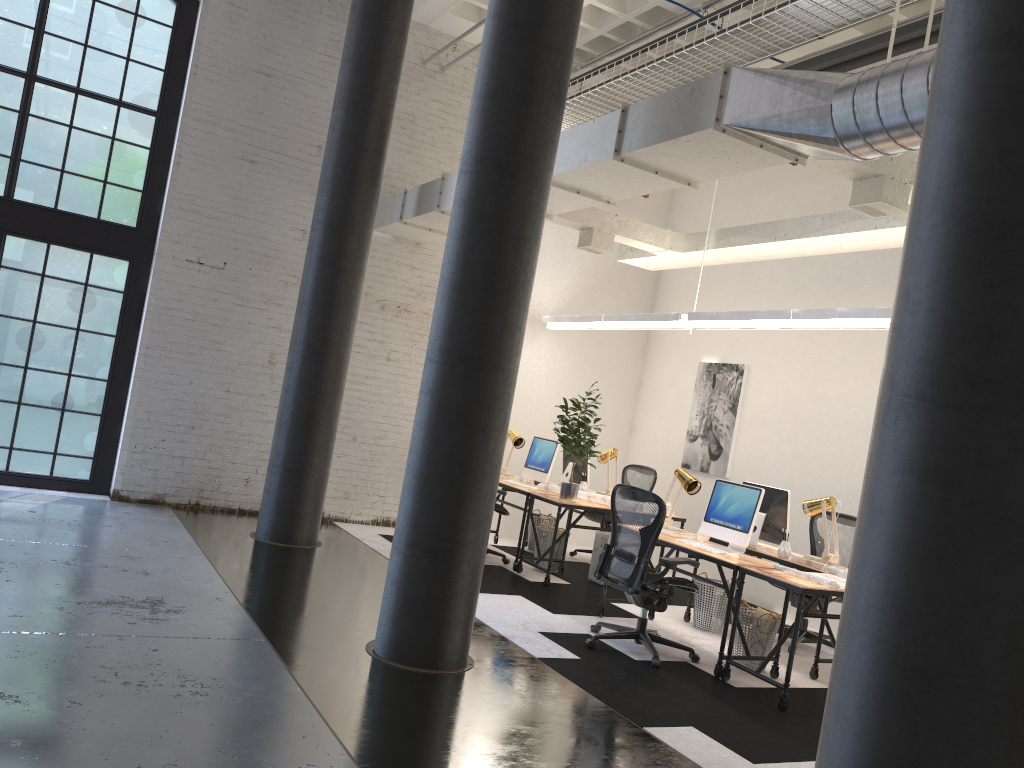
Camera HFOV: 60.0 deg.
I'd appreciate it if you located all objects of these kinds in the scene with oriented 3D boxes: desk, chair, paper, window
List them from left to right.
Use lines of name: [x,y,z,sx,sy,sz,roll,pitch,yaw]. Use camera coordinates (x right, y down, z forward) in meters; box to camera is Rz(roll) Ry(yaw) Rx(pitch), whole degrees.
window: [-4.441,-1.662,7.823,2.494,5.178,0.137,11,-1,-28]
chair: [-0.357,1.077,8.345,0.793,1.085,0.769,11,-2,-44]
desk: [-0.013,1.328,8.656,0.530,0.724,1.399,11,-2,-28]
desk: [0.724,1.470,9.049,0.530,0.724,1.399,11,-2,-28]
paper: [0.677,1.021,8.068,1.133,0.082,0.083,9,-2,37]
paper: [0.823,1.049,8.147,1.133,0.082,0.083,9,-2,27]
desk: [0.815,1.453,7.999,1.402,0.724,0.529,11,-1,-28]
chair: [1.130,1.372,9.365,0.793,1.085,0.769,11,-2,-44]
chair: [0.914,1.250,5.991,0.793,1.085,0.769,11,-2,-44]
desk: [1.258,1.500,6.302,0.530,0.724,1.399,11,-2,-28]
desk: [1.995,1.643,6.696,0.530,0.724,1.399,11,-2,-28]
chair: [2.400,1.544,7.012,0.793,1.085,0.769,11,-2,-44]
paper: [2.034,1.224,5.621,0.626,0.061,0.567,11,-2,-31]
desk: [2.085,1.625,5.645,1.402,0.724,0.529,11,-1,-28]

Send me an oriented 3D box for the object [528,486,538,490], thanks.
object: [0.196,0.968,8.243,0.106,0.029,0.059,11,-2,-27]

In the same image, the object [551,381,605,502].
object: [0.554,0.486,7.757,0.439,1.077,0.513,11,-1,-37]

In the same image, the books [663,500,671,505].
books: [1.357,1.084,8.219,0.153,0.030,0.185,11,-2,-30]

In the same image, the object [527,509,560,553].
object: [0.310,1.555,9.360,0.353,0.435,0.358,11,-1,-32]

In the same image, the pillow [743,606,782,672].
pillow: [1.690,1.729,6.019,0.120,0.406,0.239,11,-1,-27]

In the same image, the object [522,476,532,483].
object: [0.156,0.935,8.945,0.101,0.126,0.101,10,-1,17]

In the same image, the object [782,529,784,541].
object: [1.968,1.155,6.429,0.054,0.207,0.008,9,-1,45]

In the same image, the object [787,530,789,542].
object: [1.989,1.159,6.408,0.008,0.207,0.054,10,-1,27]

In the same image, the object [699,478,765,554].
object: [1.563,0.940,6.268,0.190,0.485,0.483,11,-1,-28]

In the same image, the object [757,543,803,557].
object: [2.063,1.282,6.827,0.119,0.017,0.438,11,-2,-28]

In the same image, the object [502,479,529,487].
object: [0.047,0.958,8.536,0.119,0.017,0.438,11,-2,-28]

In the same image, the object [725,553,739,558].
object: [1.466,1.140,5.890,0.106,0.029,0.059,11,-2,-27]

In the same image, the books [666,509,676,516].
books: [1.345,1.161,8.200,0.200,0.050,0.271,11,-2,-31]

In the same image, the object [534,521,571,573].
object: [0.351,1.530,8.340,0.353,0.435,0.358,11,-1,-32]

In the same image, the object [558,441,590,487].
object: [0.629,0.842,9.102,0.190,0.485,0.483,11,-1,-28]

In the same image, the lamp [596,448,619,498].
lamp: [0.946,0.856,8.699,0.126,0.470,0.344,11,-1,-28]

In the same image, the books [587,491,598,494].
books: [0.901,1.101,8.637,0.226,0.038,0.308,11,-2,-28]

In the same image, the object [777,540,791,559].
object: [1.974,1.199,6.419,0.101,0.126,0.101,10,-1,17]

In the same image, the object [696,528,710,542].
object: [1.426,1.108,6.592,0.101,0.126,0.101,10,-1,17]

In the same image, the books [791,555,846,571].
books: [2.172,1.273,6.284,0.226,0.038,0.308,11,-2,-28]

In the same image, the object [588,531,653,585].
object: [1.028,1.641,8.292,0.544,0.455,0.221,11,-1,-28]

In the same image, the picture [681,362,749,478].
picture: [2.154,0.363,9.469,0.049,1.183,0.730,11,-1,-28]

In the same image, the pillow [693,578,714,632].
pillow: [1.507,1.727,6.973,0.120,0.406,0.239,11,-1,-27]

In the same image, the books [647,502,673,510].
books: [1.366,1.118,8.225,0.193,0.044,0.257,10,-2,-11]

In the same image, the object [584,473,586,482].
object: [0.718,0.986,8.762,0.008,0.207,0.054,10,-1,27]

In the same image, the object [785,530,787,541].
object: [1.976,1.157,6.406,0.054,0.207,0.008,11,-1,-41]

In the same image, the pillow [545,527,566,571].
pillow: [0.419,1.557,8.373,0.120,0.406,0.239,11,-1,-27]

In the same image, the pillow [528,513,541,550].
pillow: [0.237,1.555,9.327,0.120,0.406,0.239,11,-1,-27]

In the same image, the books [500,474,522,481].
books: [-0.057,0.945,9.080,0.226,0.038,0.308,11,-2,-28]

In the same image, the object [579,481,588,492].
object: [0.703,1.027,8.773,0.101,0.126,0.101,10,-1,17]

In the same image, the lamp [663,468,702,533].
lamp: [1.257,0.869,6.673,0.128,0.470,0.344,11,-1,-28]

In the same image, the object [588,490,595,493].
object: [0.793,1.110,9.181,0.119,0.017,0.438,11,-2,-28]

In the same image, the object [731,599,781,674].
object: [1.621,1.703,5.987,0.353,0.435,0.358,11,-1,-32]

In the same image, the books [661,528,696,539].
books: [1.213,1.118,6.726,0.226,0.038,0.308,11,-2,-28]

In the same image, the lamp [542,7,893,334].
lamp: [2.356,-1.770,6.550,0.226,2.863,7.295,11,-2,-28]

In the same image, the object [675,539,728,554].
object: [1.318,1.130,6.182,0.119,0.017,0.438,11,-2,-28]

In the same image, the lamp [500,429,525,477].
lamp: [-0.015,0.696,9.026,0.126,0.470,0.344,11,-1,-28]

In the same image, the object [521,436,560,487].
object: [0.293,0.767,8.622,0.190,0.485,0.483,11,-1,-28]

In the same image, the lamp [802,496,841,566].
lamp: [2.216,1.028,6.345,0.128,0.470,0.344,11,-1,-28]

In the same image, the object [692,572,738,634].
object: [1.580,1.727,7.006,0.353,0.435,0.358,11,-1,-32]

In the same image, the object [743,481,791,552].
object: [1.899,1.014,6.749,0.190,0.485,0.483,11,-1,-28]
